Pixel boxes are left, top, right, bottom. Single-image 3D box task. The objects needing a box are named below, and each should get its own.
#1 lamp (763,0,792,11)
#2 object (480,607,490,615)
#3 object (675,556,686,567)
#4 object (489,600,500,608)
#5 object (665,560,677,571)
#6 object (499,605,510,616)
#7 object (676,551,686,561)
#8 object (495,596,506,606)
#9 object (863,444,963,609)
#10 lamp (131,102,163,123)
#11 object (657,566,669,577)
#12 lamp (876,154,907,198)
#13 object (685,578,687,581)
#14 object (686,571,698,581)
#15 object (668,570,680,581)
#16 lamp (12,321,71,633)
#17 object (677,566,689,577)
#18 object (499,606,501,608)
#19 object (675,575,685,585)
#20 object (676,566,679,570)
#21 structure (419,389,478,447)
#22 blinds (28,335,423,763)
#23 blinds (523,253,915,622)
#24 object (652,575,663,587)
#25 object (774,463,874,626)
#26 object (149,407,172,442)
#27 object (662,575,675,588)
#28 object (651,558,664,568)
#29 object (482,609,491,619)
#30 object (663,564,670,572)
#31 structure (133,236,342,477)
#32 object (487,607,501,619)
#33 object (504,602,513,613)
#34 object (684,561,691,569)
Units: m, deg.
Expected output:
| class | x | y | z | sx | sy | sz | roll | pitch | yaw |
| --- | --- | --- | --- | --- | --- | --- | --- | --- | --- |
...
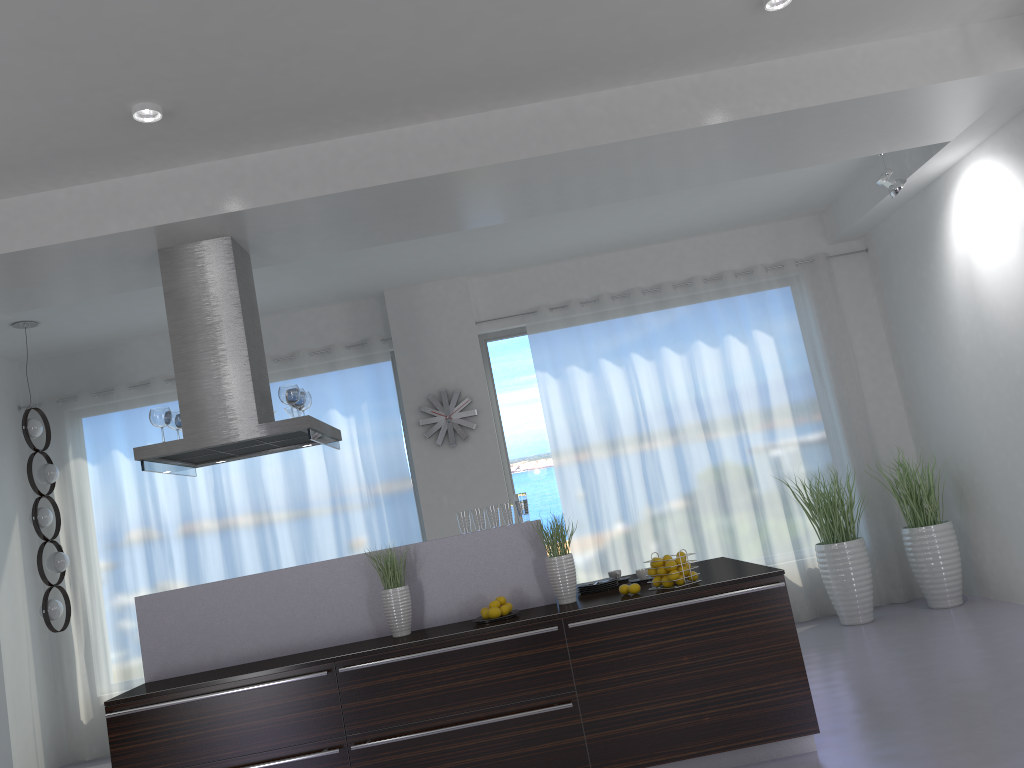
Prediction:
| class | x | y | z | sx | sy | sz | roll | pitch | yaw |
| --- | --- | --- | --- | --- | --- | --- | --- | --- | --- |
| lamp | 1.254 | -1.814 | 4.187 | 0.132 | 0.035 | 0.132 | -6 | -9 | -28 |
| object | -0.131 | 1.169 | 4.536 | 0.052 | 0.054 | 0.061 | -3 | -11 | -44 |
| object | 0.842 | 0.887 | 4.436 | 0.051 | 0.053 | 0.063 | -13 | -8 | 11 |
| object | -0.088 | 1.119 | 4.487 | 0.061 | 0.047 | 0.053 | -11 | -8 | 2 |
| object | 0.791 | 0.905 | 4.411 | 0.061 | 0.052 | 0.053 | -13 | -8 | 12 |
| object | -0.039 | 1.144 | 4.479 | 0.061 | 0.054 | 0.052 | -7 | -9 | -24 |
| object | 0.860 | 0.879 | 4.501 | 0.050 | 0.060 | 0.059 | -11 | -8 | -2 |
| object | -0.058 | 1.109 | 4.530 | 0.053 | 0.048 | 0.063 | -5 | -10 | -35 |
| object | 3.269 | 1.132 | 7.160 | 0.656 | 1.334 | 0.713 | -8 | -9 | -17 |
| lamp | -1.694 | -1.260 | 4.117 | 0.132 | 0.035 | 0.132 | -6 | -9 | -28 |
| object | 0.757 | 0.939 | 4.443 | 0.062 | 0.053 | 0.052 | -6 | -9 | -29 |
| lamp | 2.605 | -1.538 | 6.164 | 0.185 | 0.511 | 0.150 | -11 | -8 | -1 |
| object | 0.855 | 0.982 | 4.480 | 0.061 | 0.055 | 0.050 | -3 | -12 | -45 |
| object | 0.905 | 0.966 | 4.452 | 0.053 | 0.052 | 0.062 | -17 | -10 | 38 |
| object | 0.799 | 0.946 | 4.378 | 0.061 | 0.054 | 0.052 | -7 | -9 | -24 |
| lamp | -3.573 | 0.686 | 6.739 | 0.180 | 2.370 | 0.367 | -10 | -8 | -8 |
| object | 0.851 | 0.935 | 4.423 | 0.061 | 0.055 | 0.051 | -8 | -9 | -22 |
| object | -0.075 | 1.158 | 4.524 | 0.057 | 0.060 | 0.071 | -11 | -8 | 0 |
| object | 0.833 | 0.972 | 4.403 | 0.051 | 0.053 | 0.063 | -12 | -8 | 7 |
| object | 0.827 | 0.939 | 4.442 | 0.051 | 0.053 | 0.062 | -12 | -8 | 7 |
| structure | -0.552 | 0.291 | 7.693 | 0.505 | 0.505 | 0.076 | -11 | -8 | -1 |
| blinds | -2.416 | 1.372 | 7.658 | 3.245 | 3.112 | 0.120 | -11 | -8 | -1 |
| blinds | 1.776 | 0.584 | 7.757 | 2.830 | 3.112 | 0.120 | -11 | -8 | -1 |
| object | 0.736 | 0.993 | 4.465 | 0.060 | 0.057 | 0.052 | -11 | -8 | 0 |
| object | 2.620 | 1.250 | 7.113 | 0.713 | 1.334 | 0.656 | -11 | -8 | -1 |
| object | -2.001 | 0.248 | 5.069 | 0.125 | 0.221 | 0.125 | -14 | -9 | 23 |
| object | 0.780 | 0.984 | 4.423 | 0.064 | 0.063 | 0.074 | -14 | -9 | 19 |
| object | 0.731 | 0.900 | 4.461 | 0.053 | 0.051 | 0.063 | -3 | -11 | -43 |
| object | -0.123 | 1.163 | 4.481 | 0.063 | 0.051 | 0.053 | -11 | -8 | 2 |
| object | 0.771 | 0.940 | 4.497 | 0.064 | 0.053 | 0.051 | -11 | -8 | 1 |
| structure | -1.698 | -0.144 | 5.424 | 0.981 | 1.231 | 0.915 | -11 | -8 | -1 |
| object | -0.088 | 1.146 | 4.436 | 0.070 | 0.058 | 0.060 | -10 | -8 | -3 |
| object | -0.025 | 1.145 | 4.535 | 0.051 | 0.053 | 0.063 | -17 | -10 | 39 |
| object | 0.877 | 0.923 | 4.476 | 0.061 | 0.054 | 0.053 | -3 | -12 | -45 |
